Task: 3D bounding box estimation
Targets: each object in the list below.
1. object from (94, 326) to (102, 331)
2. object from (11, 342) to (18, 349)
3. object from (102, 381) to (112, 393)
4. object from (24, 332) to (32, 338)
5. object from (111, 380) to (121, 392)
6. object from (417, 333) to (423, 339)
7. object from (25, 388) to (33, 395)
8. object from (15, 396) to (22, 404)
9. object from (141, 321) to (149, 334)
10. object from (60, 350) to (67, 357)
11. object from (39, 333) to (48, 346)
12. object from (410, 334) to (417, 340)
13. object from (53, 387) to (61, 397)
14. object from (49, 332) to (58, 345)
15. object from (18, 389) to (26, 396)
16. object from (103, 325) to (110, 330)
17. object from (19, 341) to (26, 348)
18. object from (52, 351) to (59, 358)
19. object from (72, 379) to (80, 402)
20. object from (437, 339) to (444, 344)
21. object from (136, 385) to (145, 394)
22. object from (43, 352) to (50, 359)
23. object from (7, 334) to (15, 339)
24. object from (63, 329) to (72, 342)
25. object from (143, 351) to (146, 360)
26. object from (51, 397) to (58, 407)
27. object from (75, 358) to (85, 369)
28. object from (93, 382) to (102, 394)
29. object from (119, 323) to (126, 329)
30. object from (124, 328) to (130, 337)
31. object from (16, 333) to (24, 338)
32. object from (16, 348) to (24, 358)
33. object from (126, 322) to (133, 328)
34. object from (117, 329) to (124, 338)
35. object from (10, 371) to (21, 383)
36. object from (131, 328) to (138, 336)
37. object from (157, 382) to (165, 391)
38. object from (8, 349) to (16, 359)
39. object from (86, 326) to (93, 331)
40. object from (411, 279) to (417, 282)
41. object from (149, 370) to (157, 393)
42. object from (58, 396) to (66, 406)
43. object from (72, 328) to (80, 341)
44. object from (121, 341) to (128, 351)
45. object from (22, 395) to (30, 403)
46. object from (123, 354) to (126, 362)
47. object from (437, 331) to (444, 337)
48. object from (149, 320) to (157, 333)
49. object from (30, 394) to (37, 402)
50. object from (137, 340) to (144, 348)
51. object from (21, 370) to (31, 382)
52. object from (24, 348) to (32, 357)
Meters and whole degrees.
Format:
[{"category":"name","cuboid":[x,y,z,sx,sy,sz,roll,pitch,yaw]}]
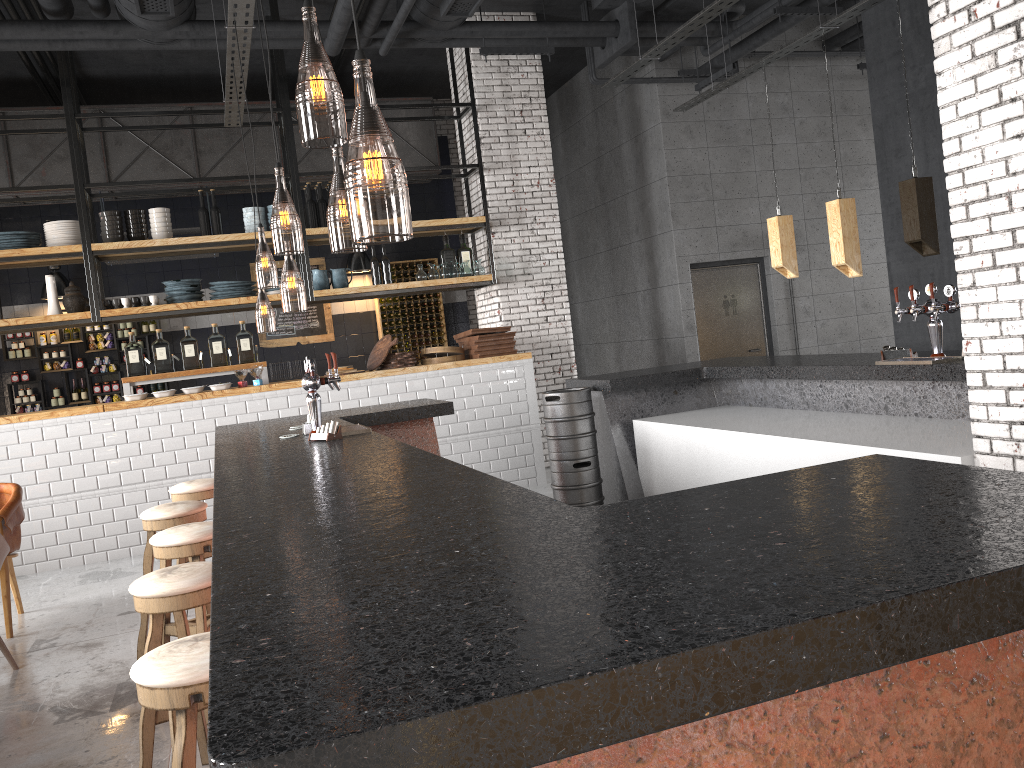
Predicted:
[{"category":"object","cuboid":[-5.105,-0.737,10.925,0.079,0.156,0.079,-6,2,17]},{"category":"object","cuboid":[-5.965,-0.460,10.636,0.071,0.083,0.071,-8,3,-28]},{"category":"object","cuboid":[-5.014,0.039,10.974,0.100,0.139,0.088,-7,2,-17]},{"category":"object","cuboid":[-5.841,-0.617,10.701,0.081,0.113,0.071,-7,2,-17]},{"category":"object","cuboid":[-4.917,0.026,11.006,0.100,0.139,0.088,-7,2,-17]},{"category":"object","cuboid":[-1.253,-0.658,12.126,0.079,0.079,0.281,-7,3,-18]},{"category":"object","cuboid":[-5.818,0.093,10.679,0.071,0.083,0.071,-6,2,22]},{"category":"object","cuboid":[-5.924,0.191,10.645,0.071,0.083,0.071,-7,2,-8]},{"category":"object","cuboid":[-4.608,-0.768,11.111,0.079,0.280,0.079,-9,3,-45]},{"category":"object","cuboid":[-5.469,-0.371,10.801,0.071,0.083,0.071,-8,3,-28]},{"category":"object","cuboid":[-5.671,-0.539,10.735,0.079,0.156,0.079,-6,2,12]},{"category":"object","cuboid":[-1.337,-0.645,12.081,0.079,0.079,0.281,-7,3,-18]},{"category":"object","cuboid":[-5.534,0.100,10.780,0.076,0.111,0.076,-8,2,-23]},{"category":"object","cuboid":[-5.569,-0.553,10.769,0.079,0.156,0.079,-8,2,-33]},{"category":"object","cuboid":[-5.893,0.102,10.661,0.070,0.083,0.071,-6,2,7]},{"category":"object","cuboid":[-5.016,-0.749,10.955,0.079,0.156,0.079,-8,2,-33]},{"category":"object","cuboid":[-5.888,-0.471,10.662,0.070,0.083,0.071,-6,2,7]},{"category":"object","cuboid":[-5.550,-0.360,10.774,0.071,0.083,0.071,-8,3,-28]},{"category":"object","cuboid":[-5.352,0.078,10.855,0.079,0.280,0.079,-7,2,-10]},{"category":"object","cuboid":[-0.974,-0.589,12.218,0.079,0.079,0.281,-7,3,-18]},{"category":"object","cuboid":[-4.652,0.079,11.094,0.100,0.139,0.088,-7,2,-17]},{"category":"object","cuboid":[-5.639,-0.348,10.744,0.070,0.083,0.071,-6,2,7]},{"category":"object","cuboid":[-6.018,-0.593,10.642,0.081,0.113,0.071,-7,2,-17]},{"category":"object","cuboid":[-5.441,-0.656,10.833,0.079,0.280,0.079,-7,2,-15]},{"category":"object","cuboid":[-4.633,-0.352,11.101,0.081,0.113,0.071,-7,2,-19]},{"category":"object","cuboid":[-5.558,0.215,10.768,0.076,0.111,0.076,-9,3,-43]},{"category":"object","cuboid":[-5.301,-0.253,10.880,0.100,0.139,0.088,-7,2,-17]},{"category":"object","cuboid":[-5.116,0.052,10.939,0.100,0.139,0.088,-7,2,-17]},{"category":"object","cuboid":[-4.838,-0.740,11.015,0.076,0.111,0.076,-9,3,-43]},{"category":"object","cuboid":[-4.786,-0.635,11.030,0.076,0.111,0.076,-7,2,2]},{"category":"object","cuboid":[-5.926,-0.605,10.672,0.081,0.113,0.071,-7,2,-17]},{"category":"object","cuboid":[-5.911,-0.370,10.654,0.076,0.111,0.076,-7,2,2]},{"category":"object","cuboid":[-4.762,-0.750,11.042,0.076,0.111,0.076,-7,2,-13]},{"category":"object","cuboid":[-4.864,-0.624,11.005,0.076,0.111,0.076,-7,2,-8]},{"category":"object","cuboid":[-5.967,-0.082,10.657,0.100,0.139,0.088,-7,2,-17]},{"category":"object","cuboid":[-4.709,-0.645,11.058,0.076,0.111,0.076,-8,2,-23]},{"category":"object","cuboid":[-4.432,-0.045,11.164,0.079,0.280,0.079,-7,2,-15]},{"category":"object","cuboid":[-5.989,-0.359,10.628,0.076,0.111,0.076,-7,2,-8]},{"category":"object","cuboid":[-5.196,-0.725,10.895,0.079,0.156,0.079,-7,2,-8]},{"category":"object","cuboid":[-1.327,-1.387,12.067,0.079,0.079,0.283,-7,3,-18]},{"category":"object","cuboid":[-4.517,-0.034,11.133,0.079,0.280,0.079,-7,2,0]},{"category":"object","cuboid":[-5.482,0.205,10.795,0.076,0.111,0.076,-7,2,-13]},{"category":"object","cuboid":[-5.353,-0.668,10.862,0.079,0.280,0.079,-8,2,-40]},{"category":"object","cuboid":[-4.814,-0.473,11.020,0.076,0.111,0.076,-6,2,7]},{"category":"object","cuboid":[-5.849,0.181,10.670,0.071,0.083,0.071,-8,3,-28]},{"category":"object","cuboid":[-4.803,-0.329,11.045,0.081,0.113,0.071,-7,2,-19]},{"category":"object","cuboid":[-0.982,-0.693,12.200,0.079,0.079,0.281,-7,3,-18]},{"category":"object","cuboid":[-4.520,-0.780,11.141,0.079,0.280,0.079,-8,2,-25]},{"category":"object","cuboid":[-5.772,0.170,10.695,0.070,0.083,0.071,-6,2,7]},{"category":"object","cuboid":[-4.645,-0.496,11.077,0.076,0.111,0.076,-5,3,37]},{"category":"object","cuboid":[-5.865,-0.096,10.691,0.100,0.139,0.088,-7,2,-17]},{"category":"object","cuboid":[-5.834,-0.380,10.682,0.076,0.111,0.076,-8,2,-23]}]
